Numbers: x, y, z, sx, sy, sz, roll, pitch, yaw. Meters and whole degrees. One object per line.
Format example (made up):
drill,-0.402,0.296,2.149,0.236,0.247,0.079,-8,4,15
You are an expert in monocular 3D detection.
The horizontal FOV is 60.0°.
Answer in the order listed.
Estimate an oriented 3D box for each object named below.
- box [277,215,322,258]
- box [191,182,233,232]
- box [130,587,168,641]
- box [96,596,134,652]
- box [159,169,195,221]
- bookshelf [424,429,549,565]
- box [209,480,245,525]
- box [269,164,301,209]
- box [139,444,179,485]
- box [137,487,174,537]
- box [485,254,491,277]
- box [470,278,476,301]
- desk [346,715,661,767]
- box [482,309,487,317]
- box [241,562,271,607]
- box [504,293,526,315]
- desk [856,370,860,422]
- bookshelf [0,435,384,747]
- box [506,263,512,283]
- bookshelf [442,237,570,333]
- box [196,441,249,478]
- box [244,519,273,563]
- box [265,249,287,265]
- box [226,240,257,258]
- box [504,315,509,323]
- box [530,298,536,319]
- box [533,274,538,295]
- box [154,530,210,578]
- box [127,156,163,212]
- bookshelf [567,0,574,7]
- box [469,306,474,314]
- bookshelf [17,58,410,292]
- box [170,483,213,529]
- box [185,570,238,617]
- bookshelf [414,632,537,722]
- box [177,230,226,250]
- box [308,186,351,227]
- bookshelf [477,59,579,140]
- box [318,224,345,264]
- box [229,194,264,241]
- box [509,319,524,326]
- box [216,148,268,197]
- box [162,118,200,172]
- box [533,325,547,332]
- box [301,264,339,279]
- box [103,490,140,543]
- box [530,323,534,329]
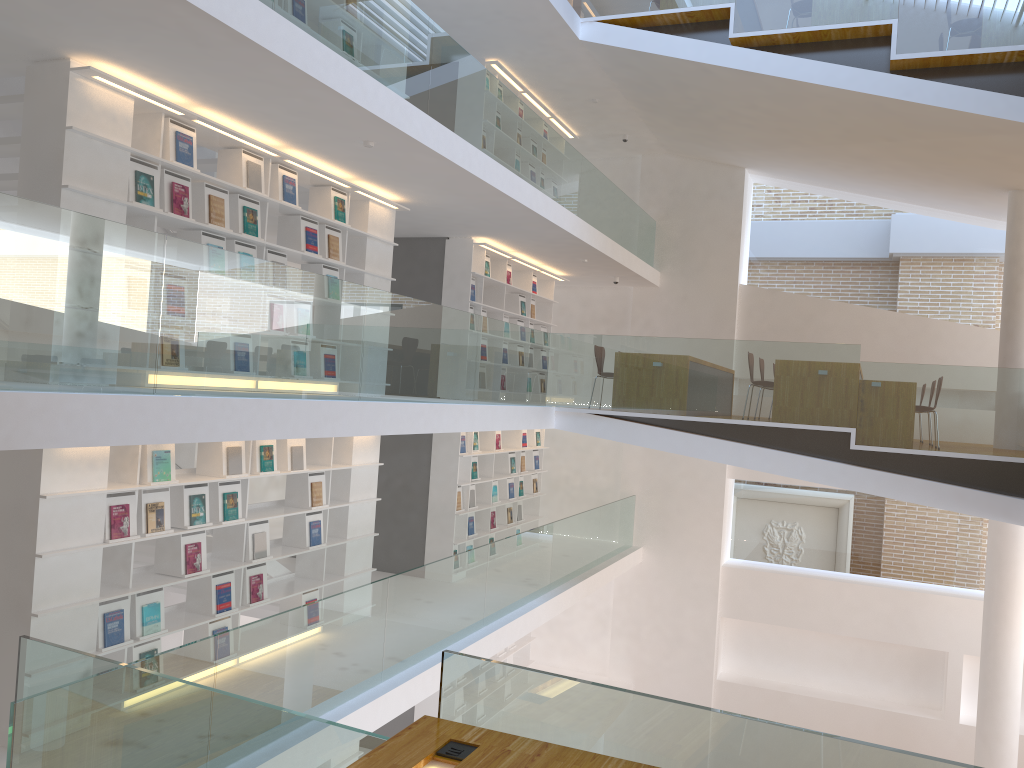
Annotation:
box,-1.709,-1.188,7.170,0.274,0.296,0.245,4,-1,22
box,-2.120,-1.222,6.159,0.274,0.296,0.245,4,-1,22
box,-2.434,1.478,5.797,0.274,0.296,0.245,4,-1,22
box,-2.546,1.468,5.523,0.274,0.296,0.245,4,-1,22
box,-2.266,-1.235,5.831,0.274,0.296,0.245,4,-1,22
bookshelf,-0.156,1.364,11.350,0.498,1.836,2.984,4,-1,22
box,-2.125,0.846,6.459,0.274,0.296,0.245,4,-1,22
box,-1.809,-1.525,6.874,0.274,0.296,0.245,4,-1,22
box,-2.368,0.494,5.811,0.274,0.296,0.245,4,-1,22
box,-2.401,0.822,5.812,0.274,0.296,0.245,4,-1,22
box,-0.388,-1.396,10.544,0.274,0.296,0.245,4,-1,22
box,-0.553,-1.082,10.188,0.274,0.296,0.245,4,-1,22
desk,-0.772,1.402,1.156,1.285,0.918,3.236,4,-1,22
box,-0.431,-0.741,10.539,0.274,0.296,0.245,4,-1,22
box,-2.029,1.514,6.796,0.274,0.296,0.245,4,-1,22
box,0.055,-1.027,11.687,0.274,0.296,0.245,4,-1,22
desk,3.683,0.230,9.760,1.248,0.757,3.196,4,-1,22
bookshelf,-2.108,1.193,6.681,0.397,1.836,3.666,4,-1,22
box,-0.131,-1.375,11.171,0.274,0.296,0.245,4,-1,22
bookshelf,-0.021,-0.692,11.369,0.498,1.836,2.984,4,-1,22
box,-2.101,0.518,6.468,0.274,0.296,0.245,4,-1,22
box,-2.010,1.186,6.794,0.274,0.296,0.245,4,-1,22
box,-1.875,-0.870,6.813,0.274,0.296,0.245,4,-1,22
box,-2.014,-0.882,6.471,0.274,0.296,0.245,4,-1,22
box,-0.168,-0.718,11.186,0.274,0.296,0.245,4,-1,22
box,0.191,-1.016,12.022,0.274,0.296,0.245,4,-1,22
box,0.213,-1.343,12.026,0.274,0.296,0.245,4,-1,22
box,-2.274,1.155,6.141,0.274,0.296,0.245,4,-1,22
box,-2.369,-1.245,5.545,0.274,0.296,0.245,4,-1,22
bookshelf,0.246,-4.745,11.407,0.498,1.836,2.984,4,-1,22
box,-0.572,-0.754,10.191,0.274,0.296,0.245,4,-1,22
bookshelf,-1.926,-0.860,6.681,0.498,1.836,3.666,4,-1,22
box,-2.255,0.827,6.139,0.274,0.296,0.245,4,-1,22
box,-2.170,1.502,6.449,0.274,0.296,0.245,4,-1,22
bookshelf,-0.290,3.397,11.331,0.498,1.836,2.984,4,-1,22
box,-2.141,-0.894,6.157,0.274,0.296,0.245,4,-1,22
box,-1.542,-1.501,7.533,0.274,0.296,0.245,4,-1,22
bookshelf,0.114,-2.734,11.388,0.498,1.836,2.984,4,-1,22
box,-1.582,-1.174,7.485,0.274,0.296,0.245,4,-1,22
box,-1.990,-1.210,6.478,0.274,0.296,0.245,4,-1,22
box,0.034,-0.700,11.684,0.274,0.296,0.245,4,-1,22
box,-1.966,-1.538,6.488,0.274,0.296,0.245,4,-1,22
box,-2.233,-1.562,5.830,0.274,0.296,0.245,4,-1,22
box,0.367,-0.671,12.506,0.274,0.296,0.245,4,-1,22
box,-1.603,-0.846,7.483,0.274,0.296,0.245,4,-1,22
box,-2.504,0.811,5.526,0.274,0.296,0.245,4,-1,22
box,0.166,-0.688,12.010,0.274,0.296,0.245,4,-1,22
